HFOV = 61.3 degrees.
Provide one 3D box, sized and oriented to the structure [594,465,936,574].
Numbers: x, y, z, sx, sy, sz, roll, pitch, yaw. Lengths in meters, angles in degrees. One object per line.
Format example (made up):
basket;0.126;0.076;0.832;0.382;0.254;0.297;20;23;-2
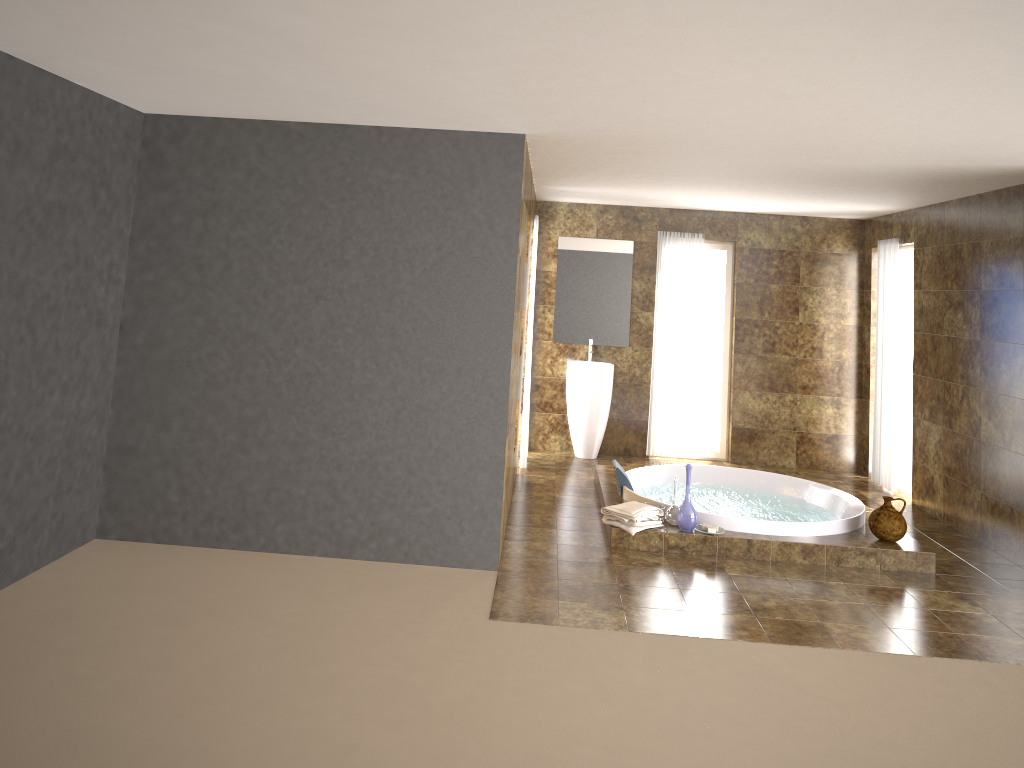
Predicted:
structure;1.665;0.933;6.385;2.005;0.125;2.001;4;6;3

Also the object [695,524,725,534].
object;1.260;0.933;5.503;0.189;0.018;0.190;3;6;-9

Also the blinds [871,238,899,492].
blinds;3.422;-0.210;7.933;0.069;2.299;0.475;3;-6;2

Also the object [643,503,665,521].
object;0.935;0.853;5.775;0.169;0.076;0.170;2;4;-16

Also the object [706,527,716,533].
object;1.254;0.920;5.447;0.053;0.034;0.073;4;4;3

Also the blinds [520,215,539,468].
blinds;0.176;-0.424;7.999;0.068;2.299;0.589;3;-6;2

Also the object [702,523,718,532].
object;1.265;0.916;5.516;0.101;0.032;0.061;5;4;18

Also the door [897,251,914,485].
door;4.042;-0.136;8.081;0.962;2.249;0.039;0;-7;36

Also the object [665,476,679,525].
object;1.071;0.759;5.663;0.130;0.311;0.127;3;-5;10

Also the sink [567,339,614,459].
sink;0.752;0.142;8.456;0.459;1.147;0.429;3;-5;5

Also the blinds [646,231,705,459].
blinds;1.656;-0.410;8.670;0.519;2.287;0.066;3;-7;3

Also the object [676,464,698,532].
object;1.125;0.722;5.530;0.136;0.424;0.133;3;-5;10

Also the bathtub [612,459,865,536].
bathtub;1.664;0.925;6.384;1.761;0.527;1.736;7;6;33

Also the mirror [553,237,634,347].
mirror;0.828;-0.943;8.801;0.768;1.103;0.008;3;-7;3

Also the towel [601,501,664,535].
towel;0.772;0.849;5.579;0.318;0.151;0.341;0;5;-43

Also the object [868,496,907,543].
object;2.426;0.871;5.583;0.228;0.277;0.229;4;-2;-26
